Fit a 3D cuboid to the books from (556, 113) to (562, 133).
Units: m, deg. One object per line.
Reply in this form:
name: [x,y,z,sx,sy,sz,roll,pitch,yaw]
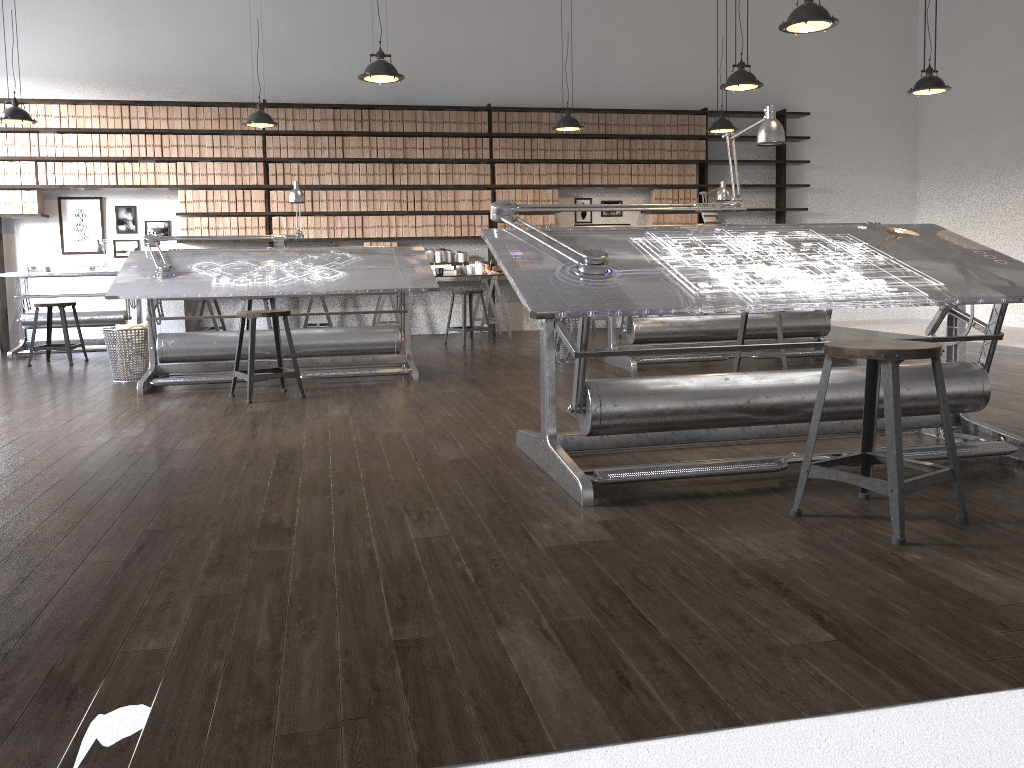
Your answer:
books: [0.493,-2.839,9.690,0.067,0.224,0.175,-2,6,-12]

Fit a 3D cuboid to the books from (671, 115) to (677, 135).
books: [1.792,-2.901,9.960,0.067,0.224,0.175,-2,6,-12]

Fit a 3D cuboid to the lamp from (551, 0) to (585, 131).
lamp: [0.504,-3.508,8.215,0.311,2.242,0.314,0,5,13]

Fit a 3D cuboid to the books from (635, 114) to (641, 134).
books: [1.382,-2.882,9.878,0.067,0.224,0.175,-2,6,-12]

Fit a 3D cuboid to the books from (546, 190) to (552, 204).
books: [0.389,-2.016,9.730,0.067,0.224,0.175,-2,6,-12]

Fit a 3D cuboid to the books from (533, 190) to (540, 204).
books: [0.250,-2.010,9.705,0.067,0.224,0.175,-2,6,-12]

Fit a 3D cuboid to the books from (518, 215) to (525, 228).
books: [0.088,-1.728,9.688,0.067,0.224,0.175,-2,6,-12]

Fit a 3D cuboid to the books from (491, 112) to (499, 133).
books: [-0.193,-2.805,9.546,0.067,0.224,0.175,-2,6,-12]

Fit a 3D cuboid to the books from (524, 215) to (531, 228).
books: [0.156,-1.732,9.707,0.067,0.224,0.175,-2,6,-12]

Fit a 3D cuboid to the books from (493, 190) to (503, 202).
books: [-0.151,-1.990,9.621,0.067,0.224,0.175,-2,6,-12]

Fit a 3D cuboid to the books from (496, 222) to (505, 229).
books: [-0.129,-1.718,9.647,0.067,0.224,0.175,-2,6,-12]

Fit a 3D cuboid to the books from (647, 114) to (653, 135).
books: [1.515,-2.888,9.903,0.067,0.225,0.175,-2,6,-12]

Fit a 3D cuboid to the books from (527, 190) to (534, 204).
books: [0.185,-2.006,9.685,0.067,0.225,0.175,-2,6,-12]

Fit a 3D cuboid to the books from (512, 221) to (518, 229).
books: [0.017,-1.725,9.678,0.067,0.224,0.175,-2,6,-12]

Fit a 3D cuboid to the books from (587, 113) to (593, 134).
books: [0.833,-2.855,9.761,0.067,0.224,0.175,-2,6,-12]

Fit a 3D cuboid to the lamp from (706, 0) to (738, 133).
lamp: [2.024,-3.582,8.537,0.311,2.242,0.314,0,5,13]

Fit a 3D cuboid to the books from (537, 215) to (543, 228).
books: [0.293,-1.738,9.730,0.067,0.225,0.175,-2,6,-12]

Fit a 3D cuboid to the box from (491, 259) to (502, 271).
box: [-0.110,-1.276,9.404,0.212,0.206,0.138,-2,6,-12]

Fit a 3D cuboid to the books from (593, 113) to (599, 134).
books: [0.897,-2.859,9.777,0.067,0.224,0.175,-2,6,-12]

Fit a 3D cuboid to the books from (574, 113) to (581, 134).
books: [0.702,-2.848,9.729,0.067,0.224,0.175,-2,6,-12]

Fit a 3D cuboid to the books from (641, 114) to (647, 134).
books: [1.444,-2.885,9.890,0.067,0.224,0.175,-2,6,-12]

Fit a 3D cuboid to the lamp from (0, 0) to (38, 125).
lamp: [-4.122,-3.282,7.231,0.311,2.242,0.313,-4,6,-32]

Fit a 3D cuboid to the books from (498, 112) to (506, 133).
books: [-0.119,-2.808,9.556,0.067,0.225,0.175,-2,6,-12]

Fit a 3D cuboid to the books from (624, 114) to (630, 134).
books: [1.251,-2.876,9.851,0.067,0.224,0.175,-2,6,-12]

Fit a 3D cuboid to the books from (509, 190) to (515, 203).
books: [-0.013,-1.996,9.645,0.067,0.225,0.175,-2,6,-12]

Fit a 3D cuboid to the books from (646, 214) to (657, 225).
books: [1.580,-1.801,10.004,0.067,0.225,0.175,-2,6,-12]

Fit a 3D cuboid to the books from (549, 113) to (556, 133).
books: [0.425,-2.835,9.672,0.067,0.225,0.175,-2,6,-12]

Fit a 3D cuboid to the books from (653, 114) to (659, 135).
books: [1.583,-2.892,9.921,0.067,0.224,0.175,-2,6,-12]

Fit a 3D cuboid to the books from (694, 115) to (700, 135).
books: [2.064,-2.915,10.025,0.067,0.224,0.175,-2,6,-12]

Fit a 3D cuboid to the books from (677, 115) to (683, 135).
books: [1.862,-2.905,9.975,0.067,0.225,0.175,-2,6,-12]

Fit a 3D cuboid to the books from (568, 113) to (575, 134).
books: [0.630,-2.845,9.717,0.067,0.224,0.175,-2,6,-12]

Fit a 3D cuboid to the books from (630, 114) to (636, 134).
books: [1.318,-2.878,9.860,0.067,0.225,0.175,-2,6,-12]

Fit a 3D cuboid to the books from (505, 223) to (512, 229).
books: [-0.055,-1.721,9.657,0.067,0.225,0.175,-2,6,-12]

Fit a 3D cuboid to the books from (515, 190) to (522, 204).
books: [0.058,-2.000,9.662,0.067,0.224,0.175,-2,6,-12]

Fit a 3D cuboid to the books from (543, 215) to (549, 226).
books: [0.357,-1.742,9.748,0.067,0.224,0.175,-2,6,-12]

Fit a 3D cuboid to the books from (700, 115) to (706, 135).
books: [2.133,-2.918,10.035,0.067,0.224,0.175,-2,6,-12]

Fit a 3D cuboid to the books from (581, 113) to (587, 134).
books: [0.773,-2.851,9.744,0.067,0.225,0.175,-2,6,-12]

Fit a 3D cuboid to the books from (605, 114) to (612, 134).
books: [1.043,-2.866,9.808,0.067,0.224,0.175,-2,6,-12]

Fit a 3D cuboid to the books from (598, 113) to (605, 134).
books: [0.970,-2.861,9.787,0.067,0.225,0.175,-2,6,-12]

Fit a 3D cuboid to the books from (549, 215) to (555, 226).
books: [0.419,-1.744,9.760,0.067,0.224,0.175,-2,6,-12]

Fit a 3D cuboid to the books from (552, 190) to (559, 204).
books: [0.458,-2.020,9.750,0.067,0.224,0.175,-2,6,-12]

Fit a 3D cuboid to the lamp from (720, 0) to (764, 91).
lamp: [1.651,-3.278,6.361,0.311,2.242,0.314,0,5,13]

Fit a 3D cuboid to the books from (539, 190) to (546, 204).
books: [0.319,-2.013,9.720,0.067,0.224,0.175,-2,6,-12]

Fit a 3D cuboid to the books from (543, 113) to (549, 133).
books: [0.354,-2.832,9.659,0.067,0.224,0.175,-2,6,-12]

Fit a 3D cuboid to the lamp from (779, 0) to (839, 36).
lamp: [1.584,-3.044,4.702,0.311,2.255,0.314,0,5,13]

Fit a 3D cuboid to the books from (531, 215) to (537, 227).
books: [0.225,-1.735,9.722,0.067,0.224,0.175,-2,6,-12]

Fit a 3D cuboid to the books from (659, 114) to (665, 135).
books: [1.651,-2.895,9.937,0.067,0.224,0.175,-2,6,-12]

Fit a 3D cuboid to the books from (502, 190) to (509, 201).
books: [-0.082,-1.993,9.634,0.067,0.224,0.175,-2,6,-12]

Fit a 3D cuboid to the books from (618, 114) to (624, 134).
books: [1.182,-2.872,9.837,0.067,0.224,0.175,-2,6,-12]

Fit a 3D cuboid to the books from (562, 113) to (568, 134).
books: [0.561,-2.842,9.707,0.067,0.224,0.175,-2,6,-12]

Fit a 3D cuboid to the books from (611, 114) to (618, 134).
books: [1.113,-2.868,9.818,0.067,0.224,0.175,-2,6,-12]

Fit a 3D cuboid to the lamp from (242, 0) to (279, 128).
lamp: [-2.219,-3.376,7.639,0.311,2.242,0.313,-4,6,-32]

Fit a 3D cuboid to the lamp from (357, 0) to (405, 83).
lamp: [-0.896,-3.154,5.822,0.311,2.242,0.314,0,5,8]

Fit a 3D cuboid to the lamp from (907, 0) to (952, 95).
lamp: [3.170,-3.352,6.683,0.311,2.242,0.313,-4,6,-32]

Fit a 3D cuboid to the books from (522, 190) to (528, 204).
books: [0.119,-2.003,9.676,0.067,0.224,0.175,-2,6,-12]
